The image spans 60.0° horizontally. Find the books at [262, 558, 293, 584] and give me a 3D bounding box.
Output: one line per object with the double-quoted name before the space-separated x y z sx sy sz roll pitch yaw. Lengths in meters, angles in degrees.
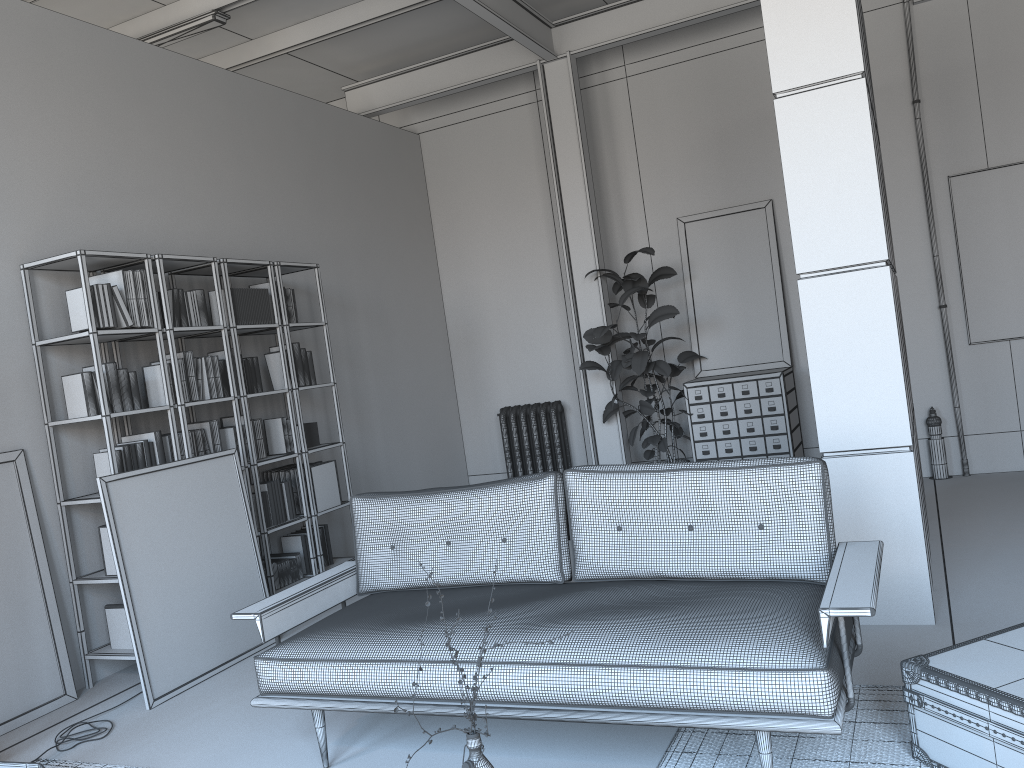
"books" -1.540 1.220 5.749 0.242 0.176 0.040 -7 2 25

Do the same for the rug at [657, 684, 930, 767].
"rug" 1.524 1.159 2.217 2.524 0.007 1.961 -7 2 25

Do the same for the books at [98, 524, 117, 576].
"books" -2.059 0.866 4.655 0.193 0.265 0.091 -7 2 25

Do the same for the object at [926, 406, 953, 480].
"object" 3.402 0.497 7.077 0.206 0.647 0.173 -9 2 -30

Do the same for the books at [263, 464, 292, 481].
"books" -1.605 0.744 6.196 0.033 0.326 0.303 -7 2 25

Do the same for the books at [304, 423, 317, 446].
"books" -1.429 0.362 6.202 0.134 0.177 0.012 -7 2 25

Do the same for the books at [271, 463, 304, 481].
"books" -1.525 0.735 6.165 0.068 0.318 0.319 -7 2 25

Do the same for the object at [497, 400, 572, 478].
"object" 0.244 0.682 8.366 0.733 1.007 0.328 -7 2 25

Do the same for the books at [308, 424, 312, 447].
"books" -1.453 0.367 6.149 0.134 0.177 0.012 -7 2 25

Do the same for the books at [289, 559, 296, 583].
"books" -1.525 1.226 5.783 0.241 0.158 0.033 -7 2 25

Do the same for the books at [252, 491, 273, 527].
"books" -1.599 0.797 5.619 0.165 0.227 0.022 -7 2 25

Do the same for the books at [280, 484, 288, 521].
"books" -1.557 0.778 5.766 0.180 0.244 0.057 -7 2 25

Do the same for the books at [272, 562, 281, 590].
"books" -1.601 1.228 5.637 0.260 0.185 0.056 -7 2 25

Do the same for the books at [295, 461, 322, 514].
"books" -1.364 0.712 6.073 0.027 0.326 0.272 -7 2 25

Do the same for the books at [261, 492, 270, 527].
"books" -1.609 0.799 5.598 0.165 0.227 0.022 -7 2 25

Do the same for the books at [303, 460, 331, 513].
"books" -1.315 0.708 6.062 0.068 0.327 0.303 -7 2 25

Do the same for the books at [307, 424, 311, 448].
"books" -1.457 0.368 6.139 0.134 0.177 0.012 -7 2 25

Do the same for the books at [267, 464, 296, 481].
"books" -1.574 0.740 6.183 0.033 0.326 0.303 -7 2 25

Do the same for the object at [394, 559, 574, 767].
"object" -0.080 0.721 1.977 0.443 0.709 0.194 -9 2 -25

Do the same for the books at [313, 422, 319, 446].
"books" -1.419 0.360 6.223 0.134 0.177 0.012 -7 2 25

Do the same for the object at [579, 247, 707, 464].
"object" 1.081 -0.027 7.363 0.868 2.157 1.270 -7 2 25

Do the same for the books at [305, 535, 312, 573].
"books" -1.443 1.163 6.018 0.196 0.262 0.040 -7 2 25

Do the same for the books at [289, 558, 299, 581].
"books" -1.512 1.223 5.813 0.241 0.158 0.033 -7 2 25

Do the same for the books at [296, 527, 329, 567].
"books" -1.378 1.140 6.147 0.207 0.283 0.061 -7 2 25

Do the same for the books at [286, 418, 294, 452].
"books" -1.560 0.354 6.022 0.162 0.229 0.053 -7 2 32

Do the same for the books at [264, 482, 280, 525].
"books" -1.582 0.769 5.666 0.202 0.278 0.027 -7 2 25

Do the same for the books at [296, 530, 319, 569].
"books" -1.407 1.146 6.102 0.192 0.279 0.047 -7 2 25

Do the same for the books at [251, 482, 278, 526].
"books" -1.592 0.771 5.641 0.202 0.278 0.027 -7 2 25

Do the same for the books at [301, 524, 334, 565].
"books" -1.354 1.130 6.186 0.217 0.295 0.030 -7 2 25

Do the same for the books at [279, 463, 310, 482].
"books" -1.469 0.727 6.139 0.056 0.315 0.317 -7 2 25

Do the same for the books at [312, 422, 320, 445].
"books" -1.415 0.359 6.233 0.134 0.177 0.012 -7 2 25

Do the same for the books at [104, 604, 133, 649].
"books" -2.021 1.284 4.697 0.304 0.247 0.036 -7 2 25

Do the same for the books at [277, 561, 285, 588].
"books" -1.573 1.227 5.677 0.242 0.176 0.040 -7 2 25

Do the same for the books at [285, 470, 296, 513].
"books" -1.424 0.724 6.123 0.040 0.312 0.343 -7 2 25

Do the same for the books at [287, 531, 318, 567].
"books" -1.426 1.150 6.058 0.195 0.279 0.049 -7 2 25

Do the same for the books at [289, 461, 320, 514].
"books" -1.390 0.715 6.107 0.037 0.322 0.333 -7 2 25

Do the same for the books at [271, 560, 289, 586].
"books" -1.557 1.224 5.713 0.242 0.176 0.040 -7 2 25

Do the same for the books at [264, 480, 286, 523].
"books" -1.559 0.764 5.716 0.202 0.278 0.027 -7 2 25

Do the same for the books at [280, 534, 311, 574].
"books" -1.459 1.158 5.986 0.192 0.277 0.030 -7 2 25

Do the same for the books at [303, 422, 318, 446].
"books" -1.424 0.361 6.212 0.134 0.177 0.012 -7 2 25

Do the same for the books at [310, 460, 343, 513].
"books" -1.269 0.701 6.041 0.033 0.326 0.303 -7 2 25

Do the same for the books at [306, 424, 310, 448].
"books" -1.462 0.369 6.128 0.134 0.177 0.012 -7 2 25

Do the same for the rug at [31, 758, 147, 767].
"rug" -1.309 1.553 2.402 2.524 0.007 1.961 -7 2 25

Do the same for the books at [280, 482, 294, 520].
"books" -1.519 0.771 5.798 0.184 0.254 0.025 -7 2 25

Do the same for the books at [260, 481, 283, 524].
"books" -1.569 0.766 5.691 0.202 0.278 0.027 -7 2 25

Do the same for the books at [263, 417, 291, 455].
"books" -1.587 0.352 5.974 0.170 0.245 0.043 -7 2 25

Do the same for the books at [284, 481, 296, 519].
"books" -1.509 0.768 5.821 0.184 0.254 0.025 -7 2 25

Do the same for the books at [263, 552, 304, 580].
"books" -1.508 1.209 5.856 0.271 0.184 0.047 -7 2 25

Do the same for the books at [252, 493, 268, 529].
"books" -1.617 0.801 5.577 0.165 0.227 0.022 -7 2 25

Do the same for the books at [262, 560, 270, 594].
"books" -1.646 1.218 5.556 0.275 0.223 0.033 -7 2 25
